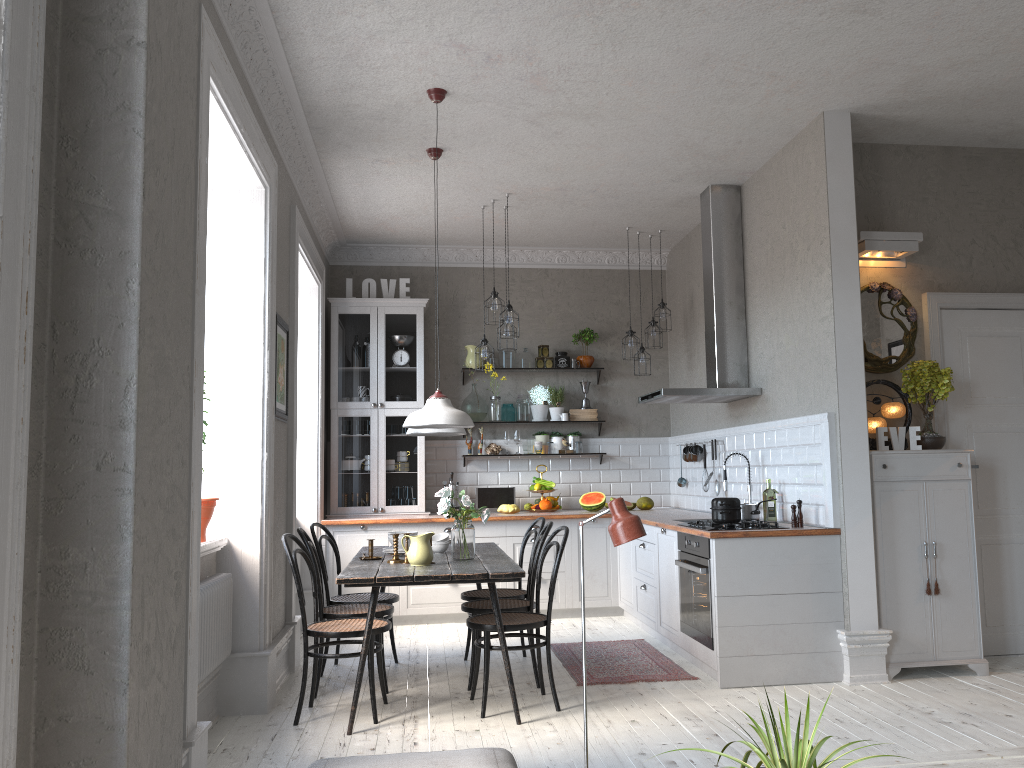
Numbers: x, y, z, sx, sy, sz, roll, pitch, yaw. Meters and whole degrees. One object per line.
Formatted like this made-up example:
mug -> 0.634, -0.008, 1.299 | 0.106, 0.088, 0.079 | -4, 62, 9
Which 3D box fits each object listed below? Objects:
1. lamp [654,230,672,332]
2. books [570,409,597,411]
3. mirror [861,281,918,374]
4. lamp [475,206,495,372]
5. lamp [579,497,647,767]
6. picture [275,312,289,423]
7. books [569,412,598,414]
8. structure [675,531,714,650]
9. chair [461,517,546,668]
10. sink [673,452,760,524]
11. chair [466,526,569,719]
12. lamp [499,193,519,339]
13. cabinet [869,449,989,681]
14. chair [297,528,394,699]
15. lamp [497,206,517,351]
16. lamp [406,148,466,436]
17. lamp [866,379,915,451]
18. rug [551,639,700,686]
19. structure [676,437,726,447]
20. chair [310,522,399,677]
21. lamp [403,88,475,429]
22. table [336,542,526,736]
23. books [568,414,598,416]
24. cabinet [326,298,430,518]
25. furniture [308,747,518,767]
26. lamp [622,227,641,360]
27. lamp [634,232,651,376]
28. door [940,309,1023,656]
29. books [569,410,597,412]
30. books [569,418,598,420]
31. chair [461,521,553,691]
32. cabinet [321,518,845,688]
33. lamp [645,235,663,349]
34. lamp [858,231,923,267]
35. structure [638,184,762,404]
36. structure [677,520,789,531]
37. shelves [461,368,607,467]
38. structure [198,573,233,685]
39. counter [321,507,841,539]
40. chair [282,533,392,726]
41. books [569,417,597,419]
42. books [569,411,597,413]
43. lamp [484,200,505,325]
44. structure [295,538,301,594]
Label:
lamp -> 1.300, -1.325, 7.777 | 0.150, 1.735, 0.144 | 3, -7, -35
books -> 0.663, 0.246, 8.257 | 0.261, 0.011, 0.157 | -1, -6, -2
mirror -> 2.341, -0.363, 5.626 | 0.536, 0.593, 0.070 | 0, -6, -8
lamp -> -0.223, -0.966, 6.932 | 0.150, 1.735, 0.143 | 4, -7, -40
lamp -> 0.246, 0.730, 2.396 | 0.247, 0.839, 0.140 | -4, -7, 28
picture -> -1.381, -0.088, 5.297 | 0.020, 0.619, 0.518 | 0, -6, -6
books -> 0.664, 0.278, 8.254 | 0.261, 0.011, 0.157 | -1, -6, -2
structure -> 1.357, 1.210, 5.326 | 0.622, 0.623, 0.618 | 0, -6, -7
chair -> -0.053, 1.322, 5.660 | 0.553, 0.920, 0.434 | 0, -6, -10
sink -> 1.401, 0.822, 6.029 | 0.531, 0.720, 0.483 | 0, -6, -7
chair -> 0.034, 1.219, 4.656 | 0.553, 0.920, 0.434 | 0, -6, -10
lamp -> -0.032, -1.207, 6.663 | 0.143, 1.735, 0.150 | -6, -7, 40
cabinet -> 2.373, 1.046, 5.259 | 0.670, 1.297, 0.381 | 0, -6, -8
chair -> -0.954, 1.281, 5.085 | 0.553, 0.920, 0.434 | 0, -6, -10
lamp -> -0.051, -1.125, 6.969 | 0.149, 1.735, 0.144 | 1, -6, -20
lamp -> -0.490, -0.600, 5.676 | 0.379, 1.858, 0.379 | -1, -6, 0
lamp -> 2.256, 0.250, 5.421 | 0.449, 0.558, 0.172 | -1, -6, 0
rug -> 0.663, 1.762, 5.666 | 0.740, 0.014, 1.282 | 0, -6, -6
structure -> 1.553, 0.494, 7.357 | 0.095, 0.053, 1.080 | 0, -6, -6
chair -> -0.985, 1.331, 5.566 | 0.547, 0.920, 0.439 | -1, -6, 5
lamp -> -0.402, -0.691, 4.795 | 0.372, 1.858, 0.386 | -4, -7, 30
table -> -0.469, 1.369, 5.123 | 0.910, 0.735, 1.909 | 0, -6, -6
books -> 0.664, 0.288, 8.253 | 0.262, 0.011, 0.157 | -1, -6, -5
cabinet -> -1.174, 0.224, 7.852 | 0.885, 1.921, 0.385 | 0, -6, -8
furniture -> -0.235, 1.176, 2.043 | 0.587, 0.476, 0.823 | 0, -6, -7
lamp -> 1.006, -1.075, 7.638 | 0.144, 1.735, 0.149 | -3, -6, 25
lamp -> 1.122, -0.940, 7.776 | 0.150, 1.735, 0.144 | 3, -7, -35
door -> 3.137, 0.603, 5.645 | 0.756, 2.183, 0.079 | 0, -6, -9
books -> 0.663, 0.257, 8.256 | 0.261, 0.016, 0.158 | -1, -6, 1
books -> 0.664, 0.332, 8.248 | 0.261, 0.011, 0.157 | -1, -6, -2
chair -> -0.023, 1.273, 5.181 | 0.549, 0.920, 0.438 | -1, -6, 0
cabinet -> 0.575, 1.439, 6.653 | 4.108, 0.854, 2.029 | -6, -7, 39
lamp -> 1.243, -1.180, 7.925 | 0.144, 1.735, 0.149 | -5, -7, 35
lamp -> 2.346, -0.848, 5.595 | 0.418, 0.171, 0.218 | 0, -6, -8
structure -> 1.346, -0.678, 6.577 | 0.717, 1.595, 0.708 | 0, -6, -7
structure -> 1.325, 0.848, 5.363 | 0.499, 0.031, 0.602 | 0, -6, -7
shelves -> 0.196, 0.323, 8.176 | 1.324, 0.923, 0.227 | 0, -6, -8
structure -> -1.407, 1.109, 3.901 | 0.150, 0.428, 1.215 | 0, -6, -8
counter -> 0.133, 1.018, 6.485 | 3.180, 0.039, 3.371 | 0, -6, -7
chair -> -0.895, 1.225, 4.538 | 0.549, 0.920, 0.438 | -1, -6, 0
books -> 0.664, 0.321, 8.249 | 0.260, 0.016, 0.158 | -2, -6, 5
books -> 0.663, 0.267, 8.255 | 0.260, 0.016, 0.158 | -2, -6, 5
lamp -> -0.145, -1.321, 6.819 | 0.149, 1.735, 0.144 | 1, -6, -20
structure -> -1.659, 1.367, 6.396 | 0.150, 0.428, 1.215 | 0, -6, -8
